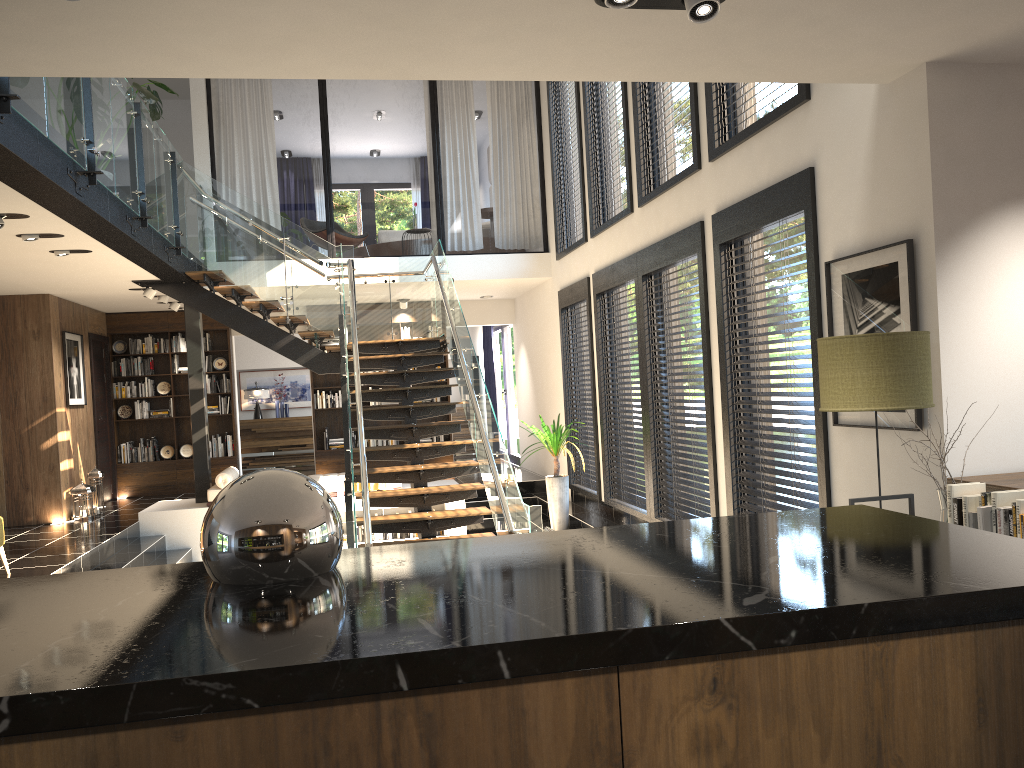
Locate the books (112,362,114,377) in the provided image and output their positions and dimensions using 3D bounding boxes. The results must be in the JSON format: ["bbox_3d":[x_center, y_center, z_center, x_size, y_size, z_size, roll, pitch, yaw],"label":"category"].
[{"bbox_3d":[-5.809,-0.210,12.958,0.023,0.215,0.148,-3,0,-10],"label":"books"}]

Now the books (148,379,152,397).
[{"bbox_3d":[-5.307,0.056,13.029,0.021,0.260,0.197,-3,0,-10],"label":"books"}]

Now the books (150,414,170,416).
[{"bbox_3d":[-5.185,0.455,13.064,0.266,0.021,0.152,-3,0,-12],"label":"books"}]

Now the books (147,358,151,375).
[{"bbox_3d":[-5.326,-0.260,13.042,0.025,0.263,0.147,-3,1,-10],"label":"books"}]

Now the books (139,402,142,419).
[{"bbox_3d":[-5.438,0.389,13.021,0.031,0.245,0.120,-3,1,-10],"label":"books"}]

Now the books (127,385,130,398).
[{"bbox_3d":[-5.594,0.111,12.979,0.035,0.180,0.165,-3,0,-10],"label":"books"}]

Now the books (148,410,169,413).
[{"bbox_3d":[-5.187,0.403,13.051,0.293,0.016,0.174,-3,0,-12],"label":"books"}]

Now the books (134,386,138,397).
[{"bbox_3d":[-5.504,0.113,13.002,0.026,0.167,0.173,-3,0,-10],"label":"books"}]

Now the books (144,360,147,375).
[{"bbox_3d":[-5.367,-0.241,13.024,0.014,0.230,0.172,-3,0,-10],"label":"books"}]

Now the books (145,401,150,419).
[{"bbox_3d":[-5.353,0.380,13.041,0.030,0.253,0.138,-3,1,-10],"label":"books"}]

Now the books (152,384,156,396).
[{"bbox_3d":[-5.267,0.093,13.048,0.015,0.181,0.136,-3,0,-11],"label":"books"}]

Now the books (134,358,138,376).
[{"bbox_3d":[-5.498,-0.246,13.006,0.032,0.255,0.160,-3,0,-10],"label":"books"}]

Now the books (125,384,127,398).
[{"bbox_3d":[-5.646,0.100,13.005,0.018,0.208,0.126,-3,0,-11],"label":"books"}]

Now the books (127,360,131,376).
[{"bbox_3d":[-5.578,-0.236,12.956,0.039,0.243,0.179,-3,0,-11],"label":"books"}]

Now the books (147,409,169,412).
[{"bbox_3d":[-5.185,0.388,13.044,0.292,0.013,0.187,-3,0,-8],"label":"books"}]

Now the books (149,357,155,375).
[{"bbox_3d":[-5.297,-0.263,13.048,0.035,0.266,0.133,-3,1,-11],"label":"books"}]

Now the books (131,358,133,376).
[{"bbox_3d":[-5.540,-0.245,12.991,0.018,0.256,0.172,-3,0,-10],"label":"books"}]

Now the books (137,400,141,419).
[{"bbox_3d":[-5.459,0.375,12.991,0.018,0.275,0.144,-3,1,-11],"label":"books"}]

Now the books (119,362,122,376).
[{"bbox_3d":[-5.693,-0.210,12.954,0.025,0.204,0.192,-3,0,-10],"label":"books"}]

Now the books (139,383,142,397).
[{"bbox_3d":[-5.428,0.090,12.989,0.016,0.206,0.204,-3,0,-10],"label":"books"}]

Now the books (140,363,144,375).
[{"bbox_3d":[-5.408,-0.218,12.993,0.025,0.188,0.181,-3,0,-10],"label":"books"}]

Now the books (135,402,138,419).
[{"bbox_3d":[-5.478,0.385,12.977,0.026,0.257,0.192,-3,0,-10],"label":"books"}]

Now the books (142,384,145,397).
[{"bbox_3d":[-5.390,0.094,13.011,0.025,0.194,0.172,-3,0,-10],"label":"books"}]

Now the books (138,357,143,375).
[{"bbox_3d":[-5.440,-0.259,12.999,0.033,0.273,0.189,-3,0,-10],"label":"books"}]

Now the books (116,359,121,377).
[{"bbox_3d":[-5.744,-0.233,12.971,0.066,0.255,0.127,-3,1,-11],"label":"books"}]

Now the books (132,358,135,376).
[{"bbox_3d":[-5.518,-0.250,12.976,0.019,0.264,0.175,-3,0,-10],"label":"books"}]

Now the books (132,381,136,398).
[{"bbox_3d":[-5.529,0.079,12.985,0.026,0.237,0.164,-3,0,-10],"label":"books"}]

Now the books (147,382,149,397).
[{"bbox_3d":[-5.328,0.082,13.038,0.018,0.210,0.157,-3,0,-11],"label":"books"}]

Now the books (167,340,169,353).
[{"bbox_3d":[-5.054,-0.555,13.102,0.024,0.194,0.182,-3,0,-10],"label":"books"}]

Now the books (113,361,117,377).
[{"bbox_3d":[-5.783,-0.219,12.944,0.023,0.231,0.143,-3,0,-10],"label":"books"}]

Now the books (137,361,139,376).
[{"bbox_3d":[-5.469,-0.231,13.008,0.024,0.220,0.123,-3,1,-10],"label":"books"}]

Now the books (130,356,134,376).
[{"bbox_3d":[-5.558,-0.260,12.990,0.015,0.287,0.154,-3,1,-10],"label":"books"}]

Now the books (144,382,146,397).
[{"bbox_3d":[-5.369,0.082,13.040,0.027,0.214,0.159,-3,0,-10],"label":"books"}]

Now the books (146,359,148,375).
[{"bbox_3d":[-5.349,-0.248,13.032,0.024,0.242,0.144,-3,0,-10],"label":"books"}]

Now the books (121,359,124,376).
[{"bbox_3d":[-5.665,-0.237,12.958,0.035,0.255,0.183,-3,0,-10],"label":"books"}]

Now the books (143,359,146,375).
[{"bbox_3d":[-5.390,-0.245,13.032,0.028,0.240,0.148,-3,0,-10],"label":"books"}]

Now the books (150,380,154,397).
[{"bbox_3d":[-5.289,0.063,13.055,0.023,0.245,0.133,-3,1,-10],"label":"books"}]

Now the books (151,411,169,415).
[{"bbox_3d":[-5.187,0.428,13.064,0.244,0.033,0.142,-3,0,-14],"label":"books"}]

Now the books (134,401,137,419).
[{"bbox_3d":[-5.508,0.383,13.008,0.020,0.264,0.152,-3,1,-11],"label":"books"}]

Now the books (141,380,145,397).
[{"bbox_3d":[-5.416,0.070,13.019,0.020,0.243,0.154,-3,0,-10],"label":"books"}]

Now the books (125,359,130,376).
[{"bbox_3d":[-5.614,-0.243,12.969,0.027,0.260,0.181,-3,0,-10],"label":"books"}]

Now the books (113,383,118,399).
[{"bbox_3d":[-5.788,0.100,12.965,0.030,0.224,0.166,-3,0,-10],"label":"books"}]

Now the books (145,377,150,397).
[{"bbox_3d":[-5.345,0.046,13.020,0.018,0.284,0.198,-3,0,-10],"label":"books"}]

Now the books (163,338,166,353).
[{"bbox_3d":[-5.105,-0.561,13.073,0.039,0.212,0.172,-3,0,-11],"label":"books"}]

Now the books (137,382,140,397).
[{"bbox_3d":[-5.468,0.086,13.017,0.053,0.216,0.151,-3,0,-11],"label":"books"}]

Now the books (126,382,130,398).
[{"bbox_3d":[-5.627,0.085,13.001,0.019,0.236,0.139,-3,0,-11],"label":"books"}]

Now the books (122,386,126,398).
[{"bbox_3d":[-5.669,0.121,12.980,0.037,0.169,0.148,-3,0,-10],"label":"books"}]

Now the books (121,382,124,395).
[{"bbox_3d":[-5.701,0.091,12.993,0.018,0.232,0.123,-3,1,-10],"label":"books"}]

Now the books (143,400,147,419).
[{"bbox_3d":[-5.382,0.368,13.017,0.032,0.279,0.133,-3,1,-10],"label":"books"}]

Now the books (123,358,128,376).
[{"bbox_3d":[-5.637,-0.245,12.960,0.022,0.267,0.197,-3,0,-10],"label":"books"}]

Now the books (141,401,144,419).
[{"bbox_3d":[-5.410,0.377,13.020,0.024,0.265,0.148,-3,1,-11],"label":"books"}]

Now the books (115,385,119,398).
[{"bbox_3d":[-5.749,0.114,12.966,0.045,0.192,0.164,-3,0,-10],"label":"books"}]

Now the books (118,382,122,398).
[{"bbox_3d":[-5.712,0.091,12.943,0.022,0.235,0.194,-3,0,-10],"label":"books"}]

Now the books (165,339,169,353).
[{"bbox_3d":[-5.072,-0.558,13.065,0.023,0.202,0.201,-3,0,-10],"label":"books"}]

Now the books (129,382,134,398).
[{"bbox_3d":[-5.563,0.083,12.999,0.036,0.235,0.169,-3,0,-10],"label":"books"}]
